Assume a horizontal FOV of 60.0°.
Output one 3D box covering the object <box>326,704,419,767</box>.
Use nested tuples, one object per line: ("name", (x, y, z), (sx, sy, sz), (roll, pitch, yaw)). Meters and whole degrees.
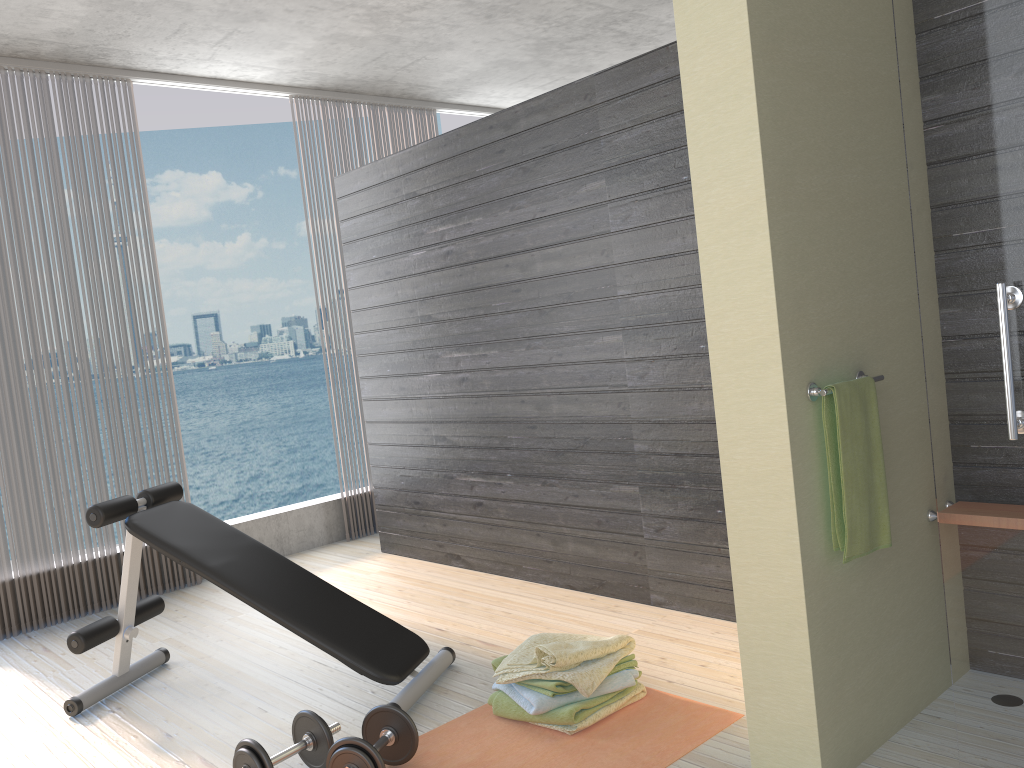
("object", (-0.375, 0.995, 2.400), (0.176, 0.176, 0.385), (-5, 4, 20))

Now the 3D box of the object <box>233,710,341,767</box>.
("object", (-0.632, 1.031, 2.462), (0.176, 0.176, 0.385), (-4, 5, 40))

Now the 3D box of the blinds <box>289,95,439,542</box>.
("blinds", (-0.777, -0.456, 5.786), (1.133, 2.744, 0.069), (-10, 5, -42))

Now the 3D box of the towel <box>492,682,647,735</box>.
("towel", (0.189, 0.977, 2.779), (0.376, 0.044, 0.371), (-10, 5, -43))

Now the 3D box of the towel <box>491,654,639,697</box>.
("towel", (0.170, 0.892, 2.814), (0.376, 0.085, 0.371), (-9, 4, -37))

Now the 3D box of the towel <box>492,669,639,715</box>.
("towel", (0.163, 0.931, 2.794), (0.383, 0.078, 0.383), (-8, 4, -25))

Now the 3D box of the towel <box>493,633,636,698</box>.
("towel", (0.160, 0.840, 2.783), (0.373, 0.123, 0.384), (-4, 4, 32))

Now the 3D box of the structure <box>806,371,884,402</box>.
("structure", (0.825, 0.003, 2.189), (0.298, 0.046, 0.052), (-10, 5, -42))

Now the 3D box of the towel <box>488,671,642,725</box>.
("towel", (0.166, 0.957, 2.771), (0.380, 0.081, 0.367), (-10, 5, -44))

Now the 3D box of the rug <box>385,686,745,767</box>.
("rug", (-0.592, 1.145, 1.908), (2.779, 0.002, 0.716), (-10, 5, -42))

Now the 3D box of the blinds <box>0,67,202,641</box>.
("blinds", (-2.278, -0.197, 4.438), (1.133, 2.744, 0.069), (-10, 5, -42))

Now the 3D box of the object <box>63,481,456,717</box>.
("object", (-0.938, 0.730, 3.164), (1.312, 0.746, 0.505), (-6, 4, 18))

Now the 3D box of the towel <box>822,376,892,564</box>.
("towel", (0.847, 0.205, 2.172), (0.070, 0.433, 0.214), (-3, 5, 44))
